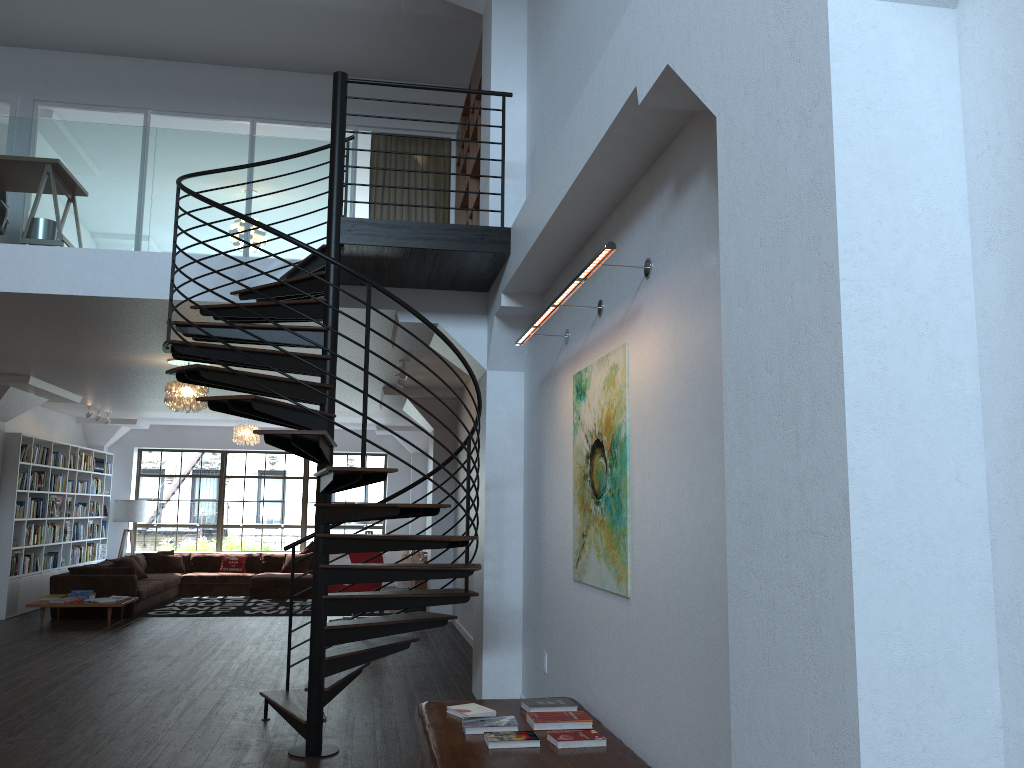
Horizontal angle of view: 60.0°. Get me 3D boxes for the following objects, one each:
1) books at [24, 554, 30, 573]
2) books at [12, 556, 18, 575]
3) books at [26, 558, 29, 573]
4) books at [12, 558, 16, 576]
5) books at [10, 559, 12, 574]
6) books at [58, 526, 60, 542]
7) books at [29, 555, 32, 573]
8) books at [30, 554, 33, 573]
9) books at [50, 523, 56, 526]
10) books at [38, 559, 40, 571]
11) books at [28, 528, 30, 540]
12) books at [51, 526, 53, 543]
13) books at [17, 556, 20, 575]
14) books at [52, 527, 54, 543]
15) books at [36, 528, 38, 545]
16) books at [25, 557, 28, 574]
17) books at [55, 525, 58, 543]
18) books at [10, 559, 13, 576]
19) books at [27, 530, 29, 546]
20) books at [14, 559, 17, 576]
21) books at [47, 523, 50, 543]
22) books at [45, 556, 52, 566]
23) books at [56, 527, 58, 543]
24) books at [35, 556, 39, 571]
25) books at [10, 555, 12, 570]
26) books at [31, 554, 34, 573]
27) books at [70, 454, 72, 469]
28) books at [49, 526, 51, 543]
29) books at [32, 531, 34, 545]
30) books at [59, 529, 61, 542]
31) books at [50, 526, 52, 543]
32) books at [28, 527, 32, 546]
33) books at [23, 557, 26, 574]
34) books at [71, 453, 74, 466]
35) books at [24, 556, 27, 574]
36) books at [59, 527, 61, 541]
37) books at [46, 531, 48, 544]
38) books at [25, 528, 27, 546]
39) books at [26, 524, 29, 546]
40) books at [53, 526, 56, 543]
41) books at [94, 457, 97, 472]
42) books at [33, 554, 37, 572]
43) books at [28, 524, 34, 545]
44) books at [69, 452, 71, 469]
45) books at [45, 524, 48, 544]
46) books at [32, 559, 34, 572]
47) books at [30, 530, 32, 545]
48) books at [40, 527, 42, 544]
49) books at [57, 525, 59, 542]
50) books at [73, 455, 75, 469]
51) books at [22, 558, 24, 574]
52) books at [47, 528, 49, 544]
[{"bbox_3d":[-6.769,2.483,12.250,0.183,0.253,0.042,2,-8,-9],"label":"books"},{"bbox_3d":[-6.695,2.424,11.819,0.183,0.253,0.042,2,-8,-9],"label":"books"},{"bbox_3d":[-6.752,2.504,12.213,0.161,0.223,0.030,2,-8,-10],"label":"books"},{"bbox_3d":[-6.666,2.415,11.710,0.174,0.240,0.054,2,-8,-9],"label":"books"},{"bbox_3d":[-6.664,2.400,11.637,0.160,0.251,0.031,2,-8,-9],"label":"books"},{"bbox_3d":[-6.957,2.277,13.434,0.174,0.240,0.045,2,-8,-10],"label":"books"},{"bbox_3d":[-6.777,2.499,12.322,0.171,0.246,0.039,2,-8,-9],"label":"books"},{"bbox_3d":[-6.786,2.502,12.360,0.160,0.251,0.039,2,-8,-9],"label":"books"},{"bbox_3d":[-6.922,2.227,13.257,0.176,0.290,0.036,2,-8,-10],"label":"books"},{"bbox_3d":[-6.822,2.562,12.625,0.161,0.207,0.135,2,-8,-10],"label":"books"},{"bbox_3d":[-6.754,2.106,12.233,0.159,0.241,0.038,2,-8,-9],"label":"books"},{"bbox_3d":[-6.893,2.228,13.108,0.171,0.246,0.057,2,-8,-10],"label":"books"},{"bbox_3d":[-6.708,2.436,11.900,0.180,0.251,0.048,2,-8,-9],"label":"books"},{"bbox_3d":[-6.912,2.241,13.181,0.174,0.240,0.045,2,-8,-10],"label":"books"},{"bbox_3d":[-6.804,2.153,12.528,0.168,0.231,0.037,2,-8,-9],"label":"books"},{"bbox_3d":[-6.752,2.491,12.182,0.161,0.223,0.033,2,-8,-9],"label":"books"},{"bbox_3d":[-6.929,2.249,13.302,0.180,0.259,0.060,2,-8,-10],"label":"books"},{"bbox_3d":[-6.660,2.418,11.666,0.161,0.223,0.032,2,-8,-9],"label":"books"},{"bbox_3d":[-6.731,2.118,12.190,0.144,0.207,0.048,2,-8,-9],"label":"books"},{"bbox_3d":[-6.675,2.434,11.783,0.161,0.223,0.032,2,-8,-9],"label":"books"},{"bbox_3d":[-6.874,2.189,12.992,0.176,0.290,0.053,2,-8,-10],"label":"books"},{"bbox_3d":[-6.917,2.656,13.193,0.128,0.178,0.021,2,-8,-9],"label":"books"},{"bbox_3d":[-6.932,2.259,13.344,0.160,0.250,0.026,2,-8,-10],"label":"books"},{"bbox_3d":[-6.820,2.540,12.571,0.174,0.236,0.142,2,-8,-10],"label":"books"},{"bbox_3d":[-6.665,2.377,11.598,0.198,0.284,0.049,2,-8,-9],"label":"books"},{"bbox_3d":[-6.795,2.503,12.399,0.180,0.259,0.042,2,-8,-9],"label":"books"},{"bbox_3d":[-6.994,1.212,13.892,0.174,0.236,0.136,2,-8,-10],"label":"books"},{"bbox_3d":[-6.881,2.213,13.031,0.183,0.253,0.034,2,-8,-10],"label":"books"},{"bbox_3d":[-6.780,2.139,12.397,0.161,0.223,0.026,2,-8,-9],"label":"books"},{"bbox_3d":[-6.969,2.291,13.498,0.168,0.231,0.037,2,-8,-10],"label":"books"},{"bbox_3d":[-6.882,2.218,13.064,0.183,0.253,0.034,2,-8,-10],"label":"books"},{"bbox_3d":[-6.759,2.110,12.279,0.171,0.246,0.057,2,-8,-9],"label":"books"},{"bbox_3d":[-6.734,2.479,12.097,0.161,0.223,0.032,2,-8,-9],"label":"books"},{"bbox_3d":[-7.019,1.223,14.025,0.160,0.251,0.031,2,-8,-9],"label":"books"},{"bbox_3d":[-6.751,2.480,12.139,0.176,0.231,0.053,2,-8,-9],"label":"books"},{"bbox_3d":[-6.952,2.291,13.469,0.161,0.223,0.026,2,-8,-10],"label":"books"},{"bbox_3d":[-6.857,2.200,12.926,0.160,0.250,0.026,2,-8,-10],"label":"books"},{"bbox_3d":[-6.727,2.084,12.097,0.189,0.247,0.057,2,-8,-9],"label":"books"},{"bbox_3d":[-6.717,2.067,12.153,0.140,0.298,0.044,2,-8,-9],"label":"books"},{"bbox_3d":[-6.907,2.241,13.222,0.183,0.253,0.034,2,-8,-10],"label":"books"},{"bbox_3d":[-7.231,1.386,15.201,0.183,0.253,0.042,2,-8,-9],"label":"books"},{"bbox_3d":[-6.804,2.518,12.484,0.183,0.253,0.042,2,-8,-9],"label":"books"},{"bbox_3d":[-6.775,2.100,12.363,0.176,0.290,0.053,2,-8,-9],"label":"books"},{"bbox_3d":[-6.978,1.191,13.808,0.183,0.253,0.042,2,-8,-9],"label":"books"},{"bbox_3d":[-6.864,2.177,12.882,0.198,0.284,0.066,2,-8,-10],"label":"books"},{"bbox_3d":[-6.814,2.523,12.438,0.168,0.231,0.045,2,-8,-9],"label":"books"},{"bbox_3d":[-6.766,2.128,12.319,0.161,0.223,0.027,2,-8,-9],"label":"books"},{"bbox_3d":[-6.828,2.168,12.701,0.160,0.250,0.026,2,-8,-9],"label":"books"},{"bbox_3d":[-6.951,2.265,13.397,0.183,0.253,0.034,2,-8,-10],"label":"books"},{"bbox_3d":[-7.016,1.241,14.055,0.161,0.223,0.032,2,-8,-9],"label":"books"},{"bbox_3d":[-6.739,2.438,12.029,0.198,0.284,0.049,2,-8,-9],"label":"books"},{"bbox_3d":[-6.859,2.217,12.950,0.161,0.223,0.026,2,-8,-10],"label":"books"}]
